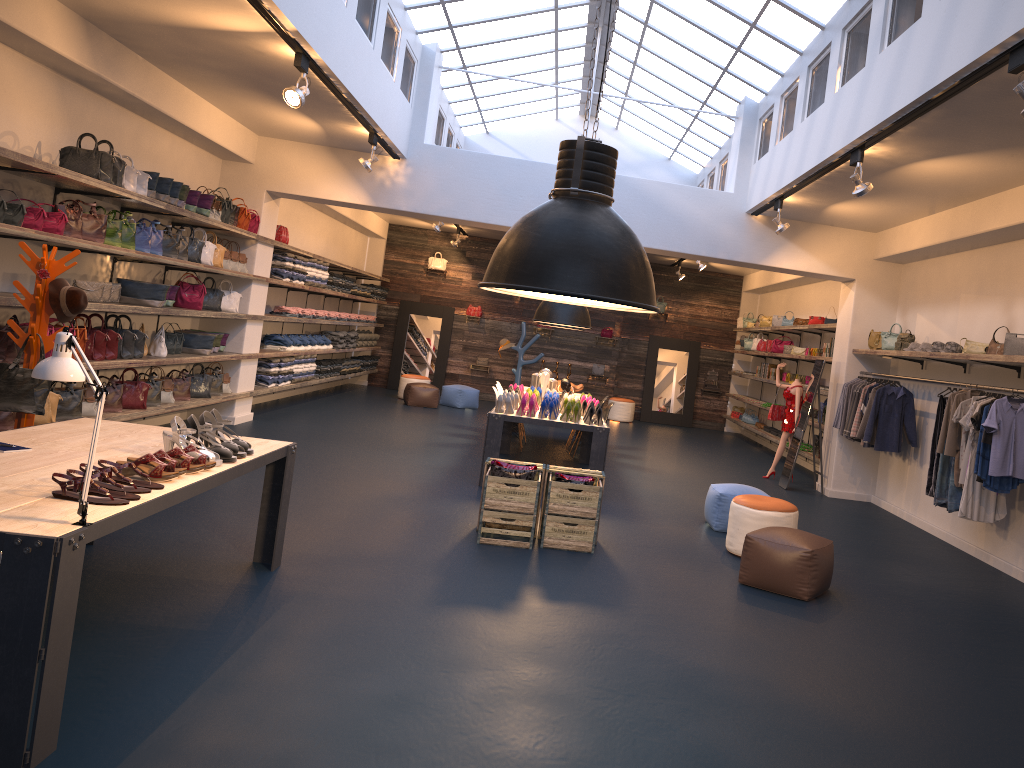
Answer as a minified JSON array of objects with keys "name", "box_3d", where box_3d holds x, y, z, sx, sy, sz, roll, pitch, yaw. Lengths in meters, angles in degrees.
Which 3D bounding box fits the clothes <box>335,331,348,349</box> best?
[{"name":"clothes","box_3d":[-3.077,-0.782,15.215,0.404,0.318,0.345,7,1,-15]}]

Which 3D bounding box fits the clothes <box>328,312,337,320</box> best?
[{"name":"clothes","box_3d":[-3.151,-1.161,14.679,0.337,0.159,0.332,9,3,19]}]

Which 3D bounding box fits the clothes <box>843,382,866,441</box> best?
[{"name":"clothes","box_3d":[4.459,0.359,10.789,0.663,0.756,0.126,8,-1,-4]}]

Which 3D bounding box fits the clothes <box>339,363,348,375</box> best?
[{"name":"clothes","box_3d":[-3.172,-0.306,15.549,0.409,0.251,0.353,8,2,7]}]

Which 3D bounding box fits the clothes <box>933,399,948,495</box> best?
[{"name":"clothes","box_3d":[4.327,0.650,8.592,0.233,1.050,0.145,8,-1,-4]}]

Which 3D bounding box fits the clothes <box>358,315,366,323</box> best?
[{"name":"clothes","box_3d":[-3.034,-1.280,16.891,0.337,0.159,0.332,9,3,19]}]

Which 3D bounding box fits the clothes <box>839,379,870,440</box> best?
[{"name":"clothes","box_3d":[4.487,0.336,11.102,0.542,0.803,0.184,8,-1,-10]}]

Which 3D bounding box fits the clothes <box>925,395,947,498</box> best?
[{"name":"clothes","box_3d":[4.321,0.635,8.745,0.233,1.050,0.145,8,-1,-4]}]

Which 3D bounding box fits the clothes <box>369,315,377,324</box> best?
[{"name":"clothes","box_3d":[-2.954,-1.341,17.945,0.326,0.155,0.345,8,3,-7]}]

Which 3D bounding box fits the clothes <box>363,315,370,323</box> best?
[{"name":"clothes","box_3d":[-2.992,-1.302,17.227,0.326,0.155,0.345,8,3,-7]}]

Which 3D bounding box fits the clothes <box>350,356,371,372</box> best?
[{"name":"clothes","box_3d":[-3.010,-0.404,17.143,0.371,0.299,0.325,8,1,1]}]

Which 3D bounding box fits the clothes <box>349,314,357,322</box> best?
[{"name":"clothes","box_3d":[-3.074,-1.239,16.133,0.337,0.159,0.332,9,3,19]}]

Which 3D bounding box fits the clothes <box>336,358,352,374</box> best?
[{"name":"clothes","box_3d":[-3.150,-0.327,15.944,0.422,0.251,0.341,8,2,-5]}]

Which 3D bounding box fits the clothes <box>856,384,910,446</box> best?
[{"name":"clothes","box_3d":[4.451,0.384,10.285,0.716,0.737,0.169,8,-1,-7]}]

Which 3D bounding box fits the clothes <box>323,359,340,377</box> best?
[{"name":"clothes","box_3d":[-3.149,-0.275,14.735,0.356,0.299,0.303,8,1,-2]}]

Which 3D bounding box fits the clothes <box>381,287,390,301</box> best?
[{"name":"clothes","box_3d":[-2.782,-1.891,18.160,0.349,0.299,0.309,8,1,4]}]

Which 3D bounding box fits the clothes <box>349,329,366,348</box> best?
[{"name":"clothes","box_3d":[-3.024,-0.883,16.680,0.334,0.342,0.396,8,1,6]}]

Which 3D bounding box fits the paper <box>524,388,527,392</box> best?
[{"name":"paper","box_3d":[0.302,0.099,12.909,0.327,0.014,0.736,8,4,10]}]

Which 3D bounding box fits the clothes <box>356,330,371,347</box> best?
[{"name":"clothes","box_3d":[-3.001,-0.906,17.120,0.334,0.342,0.396,8,1,6]}]

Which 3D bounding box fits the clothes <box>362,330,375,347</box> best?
[{"name":"clothes","box_3d":[-2.978,-0.930,17.559,0.334,0.342,0.396,8,1,6]}]

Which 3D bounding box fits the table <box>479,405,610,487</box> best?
[{"name":"table","box_3d":[0.397,0.669,10.013,1.244,0.741,2.520,8,3,1]}]

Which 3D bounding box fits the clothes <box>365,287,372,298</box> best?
[{"name":"clothes","box_3d":[-2.919,-1.804,16.794,0.422,0.251,0.341,8,2,-5]}]

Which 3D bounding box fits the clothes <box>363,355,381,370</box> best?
[{"name":"clothes","box_3d":[-2.981,-0.450,17.959,0.366,0.299,0.645,8,3,2]}]

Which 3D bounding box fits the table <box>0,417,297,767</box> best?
[{"name":"table","box_3d":[-2.028,0.709,3.922,1.244,0.741,2.520,8,3,1]}]

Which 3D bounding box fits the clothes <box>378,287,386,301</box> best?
[{"name":"clothes","box_3d":[-2.799,-1.873,17.833,0.356,0.299,0.303,8,1,-2]}]

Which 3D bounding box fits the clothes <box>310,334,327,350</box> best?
[{"name":"clothes","box_3d":[-3.241,-0.687,13.988,0.410,0.241,0.443,8,2,14]}]

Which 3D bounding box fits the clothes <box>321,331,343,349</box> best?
[{"name":"clothes","box_3d":[-3.088,-0.753,14.839,0.386,0.303,0.339,7,1,-14]}]

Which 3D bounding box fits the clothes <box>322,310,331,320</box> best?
[{"name":"clothes","box_3d":[-3.147,-1.143,14.297,0.326,0.155,0.345,8,3,-7]}]

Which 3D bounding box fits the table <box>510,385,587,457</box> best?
[{"name":"table","box_3d":[0.531,0.532,12.548,1.244,0.741,2.520,8,3,1]}]

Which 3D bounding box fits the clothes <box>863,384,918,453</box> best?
[{"name":"clothes","box_3d":[4.440,0.402,10.126,0.685,0.798,0.172,8,-1,-6]}]

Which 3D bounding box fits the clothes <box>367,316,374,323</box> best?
[{"name":"clothes","box_3d":[-2.996,-1.319,17.609,0.337,0.159,0.332,9,3,19]}]

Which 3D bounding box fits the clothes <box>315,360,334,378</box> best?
[{"name":"clothes","box_3d":[-3.166,-0.258,14.409,0.378,0.299,0.310,8,1,-13]}]

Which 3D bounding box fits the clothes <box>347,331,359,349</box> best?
[{"name":"clothes","box_3d":[-3.036,-0.824,16.002,0.404,0.318,0.345,7,1,-15]}]

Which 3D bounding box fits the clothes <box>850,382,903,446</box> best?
[{"name":"clothes","box_3d":[4.461,0.377,10.560,0.685,0.798,0.172,8,-1,-6]}]

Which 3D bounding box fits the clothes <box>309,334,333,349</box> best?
[{"name":"clothes","box_3d":[-3.220,-0.708,14.388,0.429,0.241,0.424,8,2,-2]}]

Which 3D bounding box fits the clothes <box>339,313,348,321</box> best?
[{"name":"clothes","box_3d":[-3.112,-1.201,15.415,0.337,0.159,0.332,9,3,19]}]

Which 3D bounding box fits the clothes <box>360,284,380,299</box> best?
[{"name":"clothes","box_3d":[-2.822,-1.837,17.183,0.371,0.299,0.325,8,1,1]}]

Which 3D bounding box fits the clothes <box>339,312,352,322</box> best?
[{"name":"clothes","box_3d":[-3.070,-1.222,15.750,0.326,0.155,0.345,8,3,-7]}]

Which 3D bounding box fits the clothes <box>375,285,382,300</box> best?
[{"name":"clothes","box_3d":[-2.816,-1.856,17.507,0.378,0.299,0.310,8,1,-13]}]

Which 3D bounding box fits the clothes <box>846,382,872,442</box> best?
[{"name":"clothes","box_3d":[4.454,0.364,10.691,0.663,0.756,0.126,8,-1,-4]}]

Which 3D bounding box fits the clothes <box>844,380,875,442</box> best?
[{"name":"clothes","box_3d":[4.479,0.344,10.942,0.542,0.803,0.184,8,-1,-10]}]

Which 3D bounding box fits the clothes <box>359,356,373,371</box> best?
[{"name":"clothes","box_3d":[-3.004,-0.423,17.467,0.378,0.299,0.310,8,1,-13]}]

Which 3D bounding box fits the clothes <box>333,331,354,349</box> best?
[{"name":"clothes","box_3d":[-3.047,-0.795,15.625,0.386,0.303,0.339,7,1,-14]}]

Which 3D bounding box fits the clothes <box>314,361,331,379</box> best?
[{"name":"clothes","box_3d":[-3.172,-0.239,14.085,0.371,0.299,0.325,8,1,1]}]

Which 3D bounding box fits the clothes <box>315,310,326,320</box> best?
[{"name":"clothes","box_3d":[-3.189,-1.122,13.961,0.337,0.159,0.332,9,3,19]}]

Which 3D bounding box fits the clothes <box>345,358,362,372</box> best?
[{"name":"clothes","box_3d":[-3.107,-0.371,16.754,0.422,0.251,0.341,8,2,-5]}]

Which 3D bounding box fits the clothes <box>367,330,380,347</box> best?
[{"name":"clothes","box_3d":[-2.954,-0.954,17.999,0.334,0.342,0.396,8,1,6]}]

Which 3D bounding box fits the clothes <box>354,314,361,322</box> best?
[{"name":"clothes","box_3d":[-3.032,-1.261,16.468,0.326,0.155,0.345,8,3,-7]}]

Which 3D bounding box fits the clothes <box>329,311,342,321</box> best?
[{"name":"clothes","box_3d":[-3.109,-1.182,15.015,0.326,0.155,0.345,8,3,-7]}]

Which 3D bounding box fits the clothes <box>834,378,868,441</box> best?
[{"name":"clothes","box_3d":[4.458,0.331,11.237,0.550,0.817,0.119,8,-1,-6]}]

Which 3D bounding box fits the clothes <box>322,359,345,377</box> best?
[{"name":"clothes","box_3d":[-3.132,-0.293,15.062,0.349,0.299,0.309,8,1,4]}]

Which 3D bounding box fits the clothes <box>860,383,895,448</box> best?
[{"name":"clothes","box_3d":[4.452,0.392,10.451,0.571,0.796,0.122,8,-1,-5]}]

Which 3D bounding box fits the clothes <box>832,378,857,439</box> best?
[{"name":"clothes","box_3d":[4.461,0.328,11.304,0.550,0.817,0.119,8,-1,-6]}]

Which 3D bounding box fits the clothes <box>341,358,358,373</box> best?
[{"name":"clothes","box_3d":[-3.129,-0.350,16.359,0.409,0.251,0.353,8,2,7]}]
